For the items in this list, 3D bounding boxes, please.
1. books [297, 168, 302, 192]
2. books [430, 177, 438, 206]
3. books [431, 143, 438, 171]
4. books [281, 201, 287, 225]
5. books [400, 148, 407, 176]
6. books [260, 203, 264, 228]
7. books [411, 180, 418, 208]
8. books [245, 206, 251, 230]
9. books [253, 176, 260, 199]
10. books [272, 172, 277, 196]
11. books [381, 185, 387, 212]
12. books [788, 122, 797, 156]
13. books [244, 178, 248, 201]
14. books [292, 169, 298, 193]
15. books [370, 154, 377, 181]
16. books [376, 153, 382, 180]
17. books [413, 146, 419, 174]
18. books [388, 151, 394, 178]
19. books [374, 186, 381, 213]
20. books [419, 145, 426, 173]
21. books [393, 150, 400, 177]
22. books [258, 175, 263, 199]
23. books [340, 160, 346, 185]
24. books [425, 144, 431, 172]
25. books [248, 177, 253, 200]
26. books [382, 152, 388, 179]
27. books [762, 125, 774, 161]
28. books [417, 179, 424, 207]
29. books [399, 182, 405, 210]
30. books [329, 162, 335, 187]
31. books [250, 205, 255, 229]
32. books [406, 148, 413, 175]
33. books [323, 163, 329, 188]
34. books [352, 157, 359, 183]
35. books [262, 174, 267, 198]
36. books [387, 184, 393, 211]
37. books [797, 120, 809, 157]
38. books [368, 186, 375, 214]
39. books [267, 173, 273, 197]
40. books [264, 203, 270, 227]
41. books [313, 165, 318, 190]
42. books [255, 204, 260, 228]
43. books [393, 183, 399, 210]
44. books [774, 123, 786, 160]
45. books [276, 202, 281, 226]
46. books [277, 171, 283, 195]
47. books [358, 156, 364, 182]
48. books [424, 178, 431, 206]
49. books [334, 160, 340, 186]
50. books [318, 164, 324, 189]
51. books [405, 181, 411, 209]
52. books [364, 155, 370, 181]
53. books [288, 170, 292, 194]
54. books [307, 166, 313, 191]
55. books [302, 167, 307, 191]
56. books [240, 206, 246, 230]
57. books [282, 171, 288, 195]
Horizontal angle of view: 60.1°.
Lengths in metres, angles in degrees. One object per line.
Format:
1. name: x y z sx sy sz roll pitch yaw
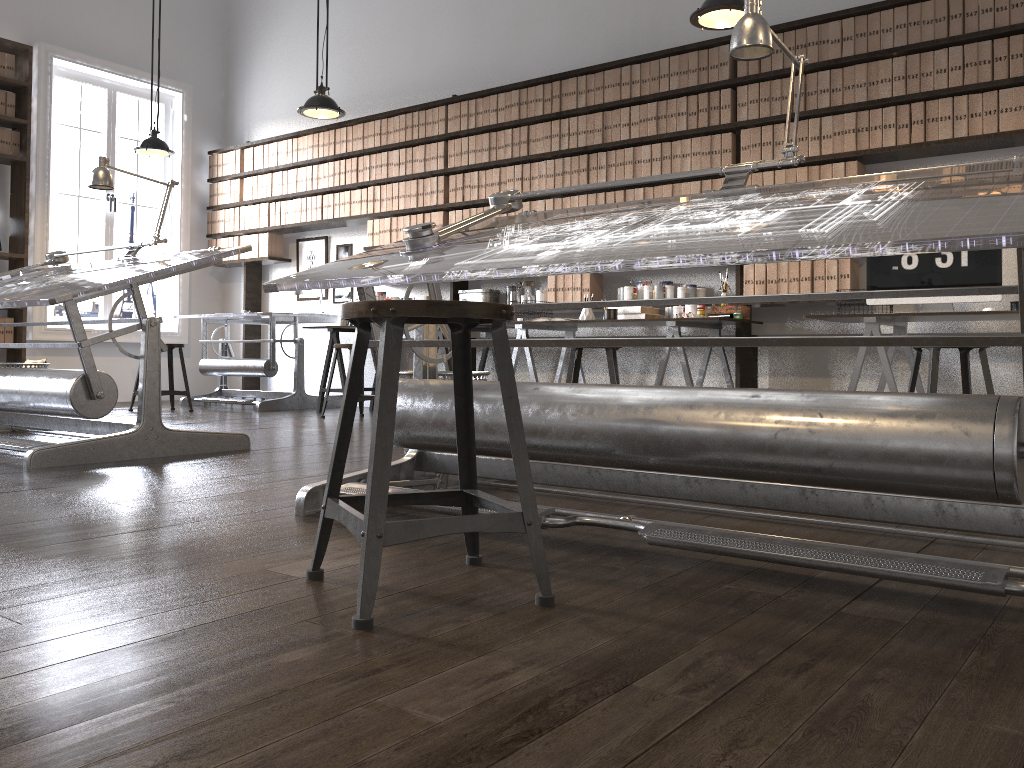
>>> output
1. books: -1.839 -1.814 7.955 0.066 0.226 0.174 0 -1 37
2. books: -0.561 -1.508 6.992 0.066 0.226 0.174 0 -1 37
3. books: -0.557 -1.776 6.999 0.066 0.226 0.174 0 -1 37
4. books: -2.016 -1.544 8.079 0.066 0.226 0.174 0 -1 37
5. books: -0.830 -1.784 7.200 0.067 0.226 0.174 0 -1 37
6. books: -2.261 -1.558 8.261 0.066 0.226 0.174 0 -1 37
7. books: -0.730 -1.512 7.116 0.067 0.226 0.174 0 -1 37
8. books: -2.434 -1.563 8.388 0.066 0.226 0.174 0 -1 37
9. books: -2.343 -1.828 8.325 0.067 0.226 0.174 0 -1 37
10. books: -2.116 -1.822 8.164 0.066 0.226 0.174 0 -1 37
11. books: -1.000 -1.521 7.325 0.066 0.226 0.174 0 -1 37
12. books: 1.704 -1.440 5.312 0.066 0.226 0.174 0 -1 37
13. books: -2.457 -1.832 8.414 0.066 0.226 0.174 0 -1 37
14. books: -1.895 -1.815 7.992 0.067 0.226 0.174 0 -1 37
15. books: -1.100 -1.792 7.407 0.066 0.226 0.174 0 -1 37
16. books: -1.043 -1.790 7.365 0.066 0.226 0.174 0 -1 37
17. books: -0.714 -1.781 7.121 0.066 0.226 0.174 0 -1 37
18. books: -0.936 -1.787 7.283 0.066 0.226 0.174 0 -1 37
19. books: -1.059 -1.522 7.364 0.066 0.226 0.174 0 -1 37
20. books: -0.662 -1.779 7.074 0.067 0.226 0.174 0 -1 37
21. books: -0.887 -1.785 7.245 0.066 0.226 0.174 0 -1 37
22. books: -2.290 -1.827 8.290 0.066 0.226 0.174 0 -1 37
23. books: -1.396 -1.801 7.625 0.066 0.226 0.174 0 -1 37
24. books: -0.606 -1.777 7.037 0.066 0.226 0.174 0 -1 37
25. books: -2.401 -1.830 8.368 0.066 0.226 0.174 0 -1 37
26. books: -0.993 -1.788 7.320 0.067 0.226 0.174 0 -1 37
27. books: 1.585 -1.443 5.391 0.066 0.226 0.174 0 -1 37
28. books: -0.672 -1.511 7.080 0.066 0.226 0.174 0 -1 37
29. books: -0.832 -1.516 7.195 0.066 0.226 0.174 0 -1 37
30. books: -1.507 -1.804 7.702 0.066 0.226 0.174 0 -1 37
31. books: -2.375 -1.561 8.349 0.066 0.226 0.174 0 -1 37
32. books: -0.771 -1.782 7.161 0.066 0.226 0.174 0 -1 37
33. books: -1.563 -1.805 7.748 0.066 0.226 0.174 0 -1 37
34. books: -1.277 -1.797 7.532 0.067 0.226 0.174 0 -1 37
35. books: -2.236 -1.825 8.253 0.066 0.226 0.174 0 -1 37
36. books: -0.945 -1.519 7.282 0.066 0.226 0.174 0 -1 37
37. books: 1.759 -1.438 5.269 0.066 0.226 0.174 0 -1 37
38. books: -1.119 -1.524 7.405 0.066 0.226 0.174 0 -1 37
39. books: -2.180 -1.824 8.205 0.067 0.226 0.174 0 -1 37
40. books: -2.213 -1.556 8.219 0.067 0.226 0.174 0 -1 37
41. books: -1.674 -1.809 7.833 0.066 0.226 0.174 0 -1 37
42. books: -2.320 -1.560 8.306 0.066 0.226 0.174 0 -1 37
43. books: -0.891 -1.517 7.237 0.067 0.226 0.174 0 -1 37
44. books: 1.646 -1.442 5.350 0.066 0.226 0.174 0 -1 37
45. books: -2.075 -1.545 8.118 0.067 0.226 0.174 0 -1 37
46. books: -2.062 -1.820 8.118 0.066 0.226 0.174 0 -1 37
47. books: -1.214 -1.795 7.492 0.066 0.226 0.174 0 -1 37
48. books: -0.615 -1.509 7.038 0.066 0.226 0.174 0 -1 37
49. books: -1.449 -1.802 7.659 0.067 0.226 0.174 0 -1 37
50. books: -1.617 -1.807 7.793 0.066 0.226 0.174 0 -1 37
51. books: -0.781 -1.514 7.159 0.066 0.226 0.174 0 -1 37
52. books: -1.159 -1.794 7.446 0.066 0.226 0.174 0 -1 37
53. books: -1.946 -1.817 8.037 0.066 0.226 0.174 0 -1 37
54. books: -1.732 -1.810 7.872 0.067 0.226 0.174 0 -1 37
55. books: -1.789 -1.812 7.917 0.066 0.226 0.174 0 -1 37
56. books: -2.494 -1.565 8.428 0.066 0.226 0.174 0 -1 37
57. books: -2.003 -1.819 8.079 0.066 0.226 0.174 0 -1 37
